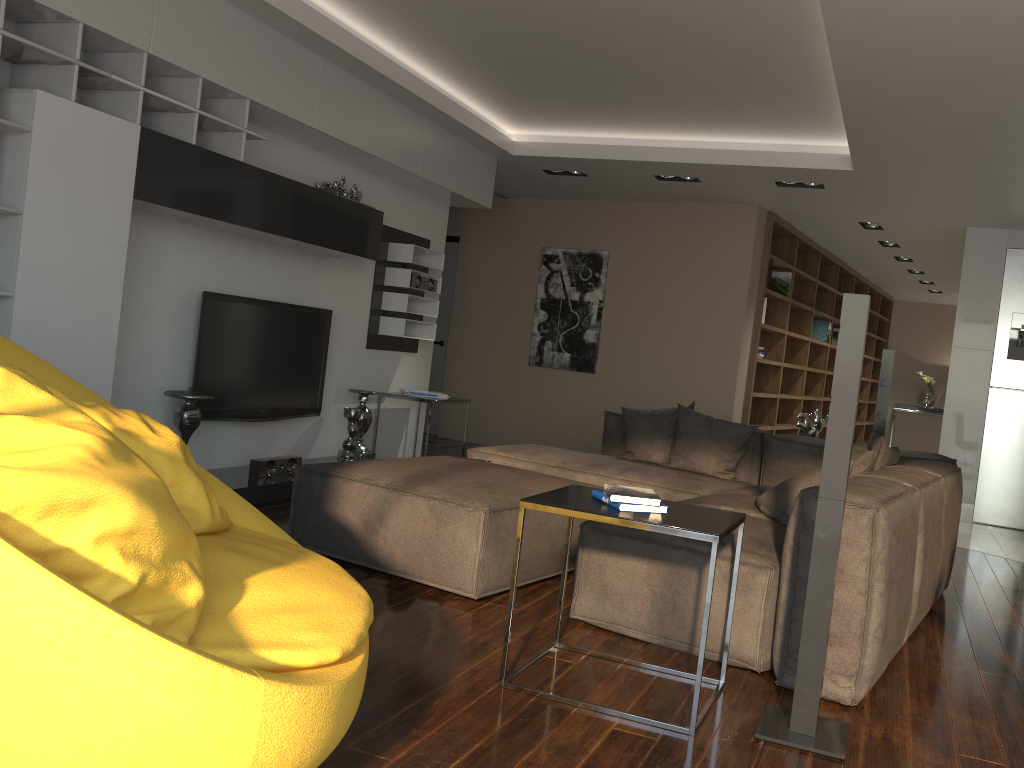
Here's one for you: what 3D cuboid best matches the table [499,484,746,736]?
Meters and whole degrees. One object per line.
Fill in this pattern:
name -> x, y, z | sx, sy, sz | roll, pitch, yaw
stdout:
table -> 0.357, 0.658, 2.726 | 0.580, 0.563, 0.466 | 7, 2, 21

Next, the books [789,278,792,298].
books -> 2.695, -0.986, 8.769 | 0.170, 0.251, 0.025 | 8, 1, 30

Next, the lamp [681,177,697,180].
lamp -> 1.404, -1.669, 6.989 | 0.172, 0.077, 0.182 | 7, 2, 16

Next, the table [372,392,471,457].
table -> -0.683, 0.372, 6.680 | 0.435, 0.563, 0.622 | 7, 2, 22

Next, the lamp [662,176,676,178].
lamp -> 1.240, -1.691, 7.045 | 0.169, 0.077, 0.184 | 8, 2, 27

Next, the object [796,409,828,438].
object -> 1.971, 0.302, 5.737 | 0.290, 0.287, 0.279 | 7, 2, -9

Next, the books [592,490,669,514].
books -> 0.363, 0.364, 2.730 | 0.168, 0.023, 0.224 | 6, 2, -18

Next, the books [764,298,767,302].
books -> 2.271, -0.685, 8.174 | 0.167, 0.243, 0.020 | 8, 1, 30

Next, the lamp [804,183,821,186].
lamp -> 2.286, -1.550, 6.685 | 0.182, 0.077, 0.172 | 6, 2, -14

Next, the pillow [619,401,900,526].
pillow -> 1.402, 0.378, 4.648 | 1.088, 0.430, 2.039 | 6, 2, -15

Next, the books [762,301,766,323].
books -> 2.243, -0.667, 8.081 | 0.148, 0.205, 0.021 | 8, 1, 30

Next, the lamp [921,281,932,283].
lamp -> 5.463, -1.366, 11.560 | 0.169, 0.077, 0.185 | 8, 2, 31

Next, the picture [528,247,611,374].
picture -> 0.546, -0.718, 8.475 | 0.718, 1.165, 0.030 | 8, 1, 29

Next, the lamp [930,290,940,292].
lamp -> 5.989, -1.338, 12.419 | 0.169, 0.077, 0.185 | 8, 2, 31

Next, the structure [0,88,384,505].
structure -> -1.460, -0.262, 4.822 | 0.463, 1.765, 2.989 | 7, 2, 24

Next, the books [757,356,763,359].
books -> 2.256, -0.257, 8.256 | 0.155, 0.022, 0.205 | 7, 2, 2

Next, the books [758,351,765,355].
books -> 2.252, -0.299, 8.242 | 0.155, 0.023, 0.243 | 8, 3, 32

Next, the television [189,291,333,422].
television -> -1.494, -0.139, 5.196 | 0.139, 0.714, 1.142 | 7, 2, 24

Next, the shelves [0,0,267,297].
shelves -> -1.927, -0.682, 3.767 | 0.366, 1.600, 1.992 | 7, 2, 23

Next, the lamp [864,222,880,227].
lamp -> 3.334, -1.482, 8.108 | 0.184, 0.077, 0.170 | 6, 2, -23

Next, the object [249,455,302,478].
object -> -1.371, 0.477, 5.114 | 0.070, 0.094, 0.373 | 7, 2, 23

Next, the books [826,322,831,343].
books -> 3.653, -0.610, 10.368 | 0.185, 0.245, 0.029 | 8, 1, 30

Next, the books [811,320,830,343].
books -> 3.625, -0.620, 10.359 | 0.192, 0.260, 0.015 | 8, 1, 30

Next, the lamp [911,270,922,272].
lamp -> 4.931, -1.395, 10.698 | 0.169, 0.077, 0.185 | 8, 2, 31

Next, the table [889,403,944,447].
table -> 6.602, 0.814, 13.602 | 1.383, 0.865, 0.462 | 8, 1, 19

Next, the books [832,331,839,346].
books -> 4.143, -0.562, 11.155 | 0.148, 0.205, 0.023 | 8, 1, 30

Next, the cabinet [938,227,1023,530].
cabinet -> 4.581, 0.134, 4.156 | 4.294, 2.499, 7.167 | 8, 2, 22

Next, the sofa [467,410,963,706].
sofa -> 0.730, 0.559, 4.449 | 2.609, 0.703, 2.603 | 8, 3, 31

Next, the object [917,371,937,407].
object -> 6.451, 0.082, 13.672 | 0.325, 0.546, 0.292 | 7, 1, -4

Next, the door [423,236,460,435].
door -> -1.034, -0.554, 9.441 | 0.955, 2.092, 0.161 | 7, 1, 30

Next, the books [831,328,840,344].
books -> 4.155, -0.580, 11.175 | 0.167, 0.243, 0.020 | 8, 1, 30

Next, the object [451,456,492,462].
object -> -0.203, 0.377, 4.412 | 0.201, 0.015, 0.053 | 8, 2, 19

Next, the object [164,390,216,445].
object -> -1.654, 0.279, 4.452 | 0.235, 0.474, 0.244 | 7, 1, 13

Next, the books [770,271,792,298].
books -> 2.662, -0.985, 8.720 | 0.184, 0.248, 0.045 | 8, 1, 30

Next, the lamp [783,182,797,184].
lamp -> 2.123, -1.573, 6.741 | 0.169, 0.077, 0.184 | 8, 2, 27

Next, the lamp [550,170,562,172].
lamp -> 0.367, -1.809, 7.346 | 0.169, 0.077, 0.184 | 8, 2, 27

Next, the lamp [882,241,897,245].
lamp -> 3.865, -1.453, 8.971 | 0.184, 0.077, 0.170 | 6, 2, -23

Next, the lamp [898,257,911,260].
lamp -> 4.396, -1.424, 9.831 | 0.169, 0.077, 0.185 | 8, 2, 31

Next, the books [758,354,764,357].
books -> 2.254, -0.277, 8.237 | 0.169, 0.019, 0.252 | 8, 2, 22

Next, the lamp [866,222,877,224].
lamp -> 3.235, -1.488, 7.948 | 0.184, 0.077, 0.170 | 6, 2, -24

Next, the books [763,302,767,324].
books -> 2.273, -0.666, 8.150 | 0.148, 0.205, 0.021 | 8, 1, 30

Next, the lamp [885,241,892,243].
lamp -> 3.767, -1.459, 8.811 | 0.184, 0.077, 0.170 | 6, 2, -24

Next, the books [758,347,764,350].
books -> 2.266, -0.342, 8.253 | 0.155, 0.020, 0.205 | 7, 2, 2

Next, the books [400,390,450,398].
books -> -0.663, 0.075, 6.667 | 0.332, 0.011, 0.242 | 6, 3, -25

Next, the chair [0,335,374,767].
chair -> -0.870, 0.320, 1.931 | 1.164, 1.005, 1.483 | 6, 2, -12

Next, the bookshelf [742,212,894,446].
bookshelf -> 3.879, -0.222, 10.876 | 0.277, 2.489, 6.859 | 7, 2, 32

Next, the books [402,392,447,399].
books -> -0.663, 0.086, 6.659 | 0.328, 0.011, 0.246 | 6, 2, -15

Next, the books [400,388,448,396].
books -> -0.670, 0.063, 6.668 | 0.330, 0.011, 0.244 | 6, 2, -20

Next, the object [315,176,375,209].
object -> -1.073, -1.225, 5.573 | 0.313, 0.177, 0.334 | 8, 2, 21

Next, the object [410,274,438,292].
object -> -0.687, -0.759, 6.621 | 0.070, 0.094, 0.373 | 7, 2, 23

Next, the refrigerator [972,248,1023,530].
refrigerator -> 4.561, 0.071, 7.583 | 0.844, 2.342, 0.604 | 7, 1, 20

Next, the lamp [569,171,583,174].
lamp -> 0.531, -1.787, 7.290 | 0.172, 0.077, 0.182 | 7, 2, 16

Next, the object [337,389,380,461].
object -> -1.045, 0.285, 6.041 | 0.215, 0.481, 0.224 | 7, 1, 15

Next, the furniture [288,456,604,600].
furniture -> -0.247, 0.587, 4.071 | 1.043, 0.439, 1.149 | 8, 2, 31

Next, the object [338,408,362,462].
object -> -1.070, 0.346, 5.810 | 0.120, 0.371, 0.126 | 7, 1, 16

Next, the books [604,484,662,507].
books -> 0.369, 0.342, 2.716 | 0.156, 0.022, 0.204 | 7, 2, -2
